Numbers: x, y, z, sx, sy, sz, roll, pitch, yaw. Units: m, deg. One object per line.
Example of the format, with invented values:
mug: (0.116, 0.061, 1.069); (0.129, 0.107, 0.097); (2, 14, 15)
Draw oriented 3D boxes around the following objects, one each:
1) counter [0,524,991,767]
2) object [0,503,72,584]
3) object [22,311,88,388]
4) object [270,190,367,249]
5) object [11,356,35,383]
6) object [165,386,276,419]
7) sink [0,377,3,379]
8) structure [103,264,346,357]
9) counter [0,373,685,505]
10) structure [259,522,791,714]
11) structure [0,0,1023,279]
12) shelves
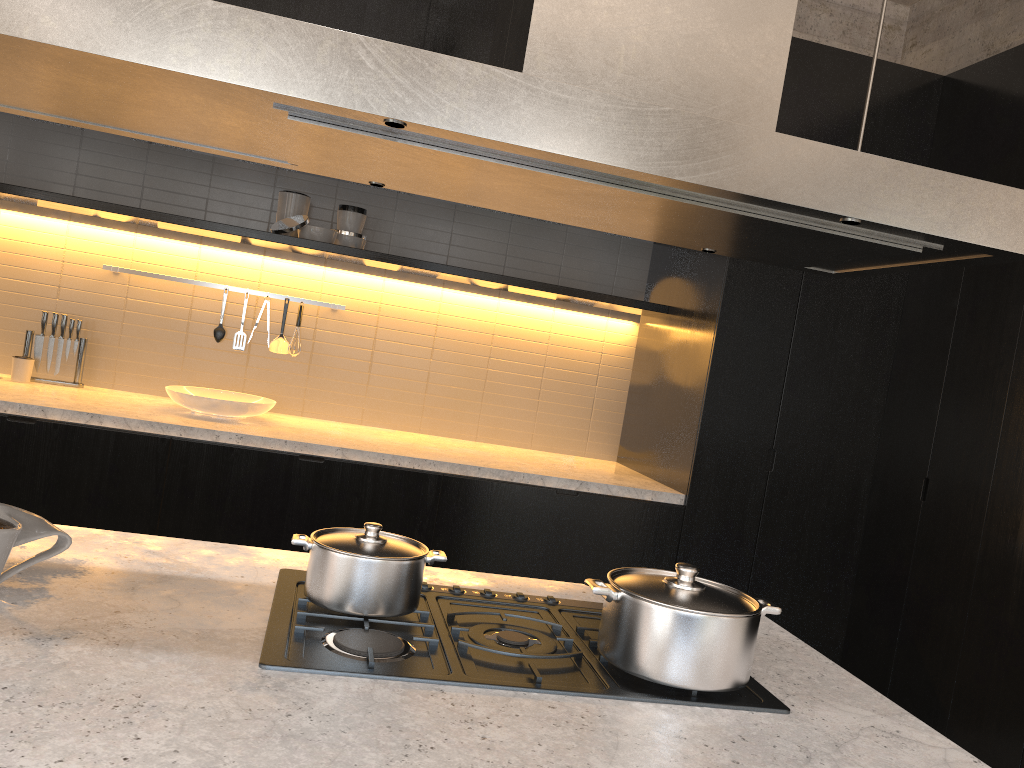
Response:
counter: (-1.049, 0.301, 1.248); (3.500, 0.046, 1.000); (9, 2, -12)
object: (-0.911, 0.231, 1.324); (0.437, 0.133, 0.188); (9, 2, -11)
object: (-2.163, -0.168, 4.201); (0.291, 0.336, 0.060); (9, 2, -18)
object: (-0.925, -0.799, 4.316); (0.462, 0.240, 0.334); (9, 2, -15)
object: (-2.257, -0.069, 4.084); (0.092, 0.117, 0.092); (10, 2, 27)
object: (-1.344, 0.094, 4.085); (0.490, 0.093, 0.490); (9, 2, -15)
sink: (-2.744, -0.017, 3.779); (0.890, 0.134, 0.458); (9, 2, -12)
structure: (-1.443, -0.338, 4.427); (1.171, 0.315, 0.074); (9, 2, -12)
counter: (-1.446, 0.199, 4.001); (4.360, 0.142, 1.000); (9, 2, -12)
structure: (0.017, 0.350, 1.553); (0.833, 0.187, 0.506); (9, 2, -12)
structure: (-0.610, -1.466, 1.209); (3.117, 2.100, 0.538); (9, 2, -12)
shelves: (-1.352, -0.723, 4.254); (4.362, 0.043, 0.403); (9, 2, -12)
